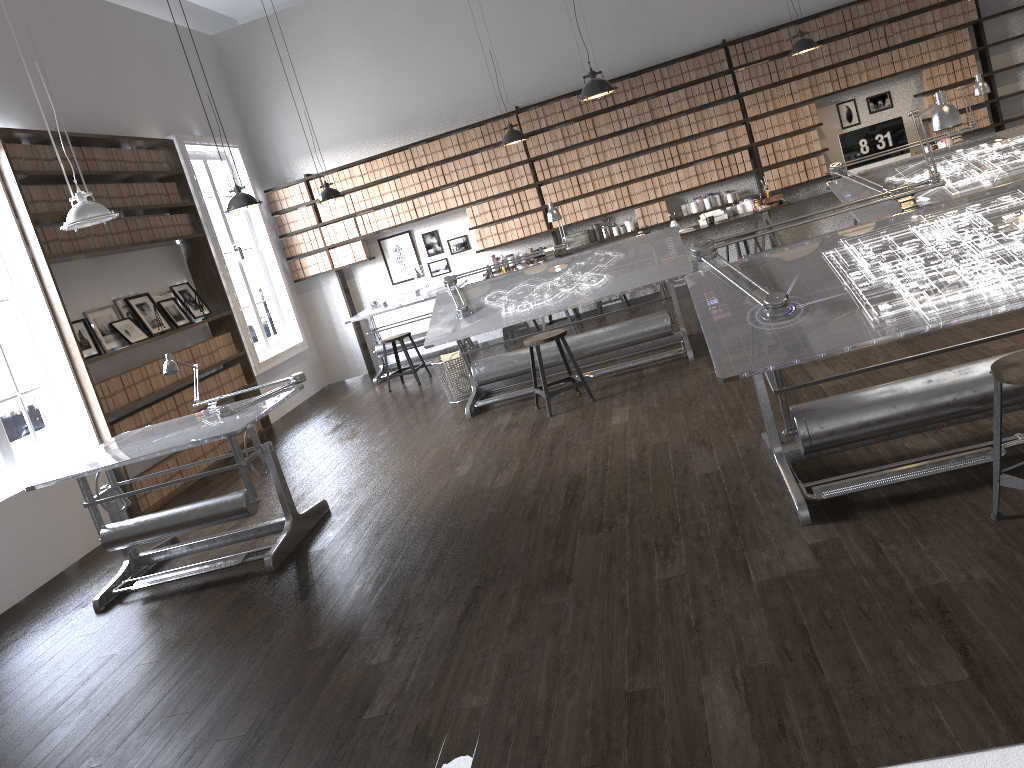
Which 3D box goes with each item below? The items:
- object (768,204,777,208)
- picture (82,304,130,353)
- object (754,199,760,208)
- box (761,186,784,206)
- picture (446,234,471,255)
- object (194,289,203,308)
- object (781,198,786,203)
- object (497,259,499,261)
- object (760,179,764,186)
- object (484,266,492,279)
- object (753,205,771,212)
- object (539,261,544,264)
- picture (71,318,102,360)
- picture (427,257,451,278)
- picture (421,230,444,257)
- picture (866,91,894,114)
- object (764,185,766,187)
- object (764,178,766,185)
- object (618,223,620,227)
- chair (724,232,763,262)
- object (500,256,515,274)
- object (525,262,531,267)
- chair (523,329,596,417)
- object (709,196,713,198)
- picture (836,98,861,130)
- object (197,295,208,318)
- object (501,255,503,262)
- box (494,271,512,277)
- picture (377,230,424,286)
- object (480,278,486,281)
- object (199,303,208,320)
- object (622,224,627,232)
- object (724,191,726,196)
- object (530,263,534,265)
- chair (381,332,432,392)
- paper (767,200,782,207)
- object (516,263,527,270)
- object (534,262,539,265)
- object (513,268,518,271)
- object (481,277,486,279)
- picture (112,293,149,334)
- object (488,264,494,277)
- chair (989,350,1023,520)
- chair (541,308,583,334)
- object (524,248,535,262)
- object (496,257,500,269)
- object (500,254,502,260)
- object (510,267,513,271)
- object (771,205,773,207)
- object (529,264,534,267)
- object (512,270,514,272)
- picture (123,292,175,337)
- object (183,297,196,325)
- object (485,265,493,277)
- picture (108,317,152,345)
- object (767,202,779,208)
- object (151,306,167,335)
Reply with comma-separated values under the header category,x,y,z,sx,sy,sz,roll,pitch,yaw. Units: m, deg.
category,x,y,z,sx,sy,sz,roll,pitch,yaw
object,2.739,-1.867,9.261,0.159,0.005,0.005,-22,11,-24
picture,-3.296,-0.456,7.251,0.083,0.362,0.420,-15,10,11
object,2.612,-1.915,9.429,0.049,0.111,0.049,-15,9,14
box,2.758,-2.012,9.417,0.211,0.206,0.139,-15,9,11
picture,-0.624,-1.635,10.403,0.250,0.182,0.023,-15,8,10
object,-2.971,-0.755,8.428,0.040,0.302,0.119,-15,9,11
object,2.861,-1.933,9.324,0.049,0.037,0.049,-14,10,14
object,-0.111,-1.334,9.954,0.071,0.185,0.008,-15,8,11
object,2.691,-2.084,9.426,0.055,0.212,0.007,-14,8,17
object,-0.266,-1.211,9.915,0.069,0.228,0.068,-16,8,8
object,2.619,-1.855,9.284,0.198,0.050,0.132,-20,11,-18
object,0.337,-1.339,9.998,0.062,0.094,0.062,-22,10,-30
picture,-3.354,-0.345,6.912,0.058,0.313,0.269,-15,9,11
picture,-0.862,-1.377,10.485,0.250,0.182,0.023,-15,8,10
picture,-0.936,-1.656,10.443,0.201,0.282,0.022,-15,8,10
picture,3.949,-3.022,9.517,0.250,0.182,0.023,-15,8,10
object,2.705,-2.061,9.421,0.038,0.152,0.008,-22,9,-30
object,2.708,-2.100,9.436,0.007,0.226,0.020,-10,11,41
object,1.216,-1.744,9.931,0.028,0.126,0.004,-16,8,9
chair,2.342,-1.235,8.873,0.373,0.524,0.359,-19,9,-16
object,-0.031,-1.356,10.071,0.076,0.145,0.349,-11,12,33
object,0.178,-1.310,10.027,0.094,0.127,0.095,-14,9,14
chair,0.303,-0.090,6.202,0.359,0.524,0.373,-19,9,-11
object,2.215,-2.014,9.801,0.044,0.127,0.045,-12,10,28
picture,3.638,-2.920,9.580,0.201,0.282,0.022,-15,8,10
object,-2.982,-0.745,8.503,0.040,0.260,0.111,-15,9,11
object,-0.102,-1.346,9.939,0.054,0.212,0.007,-8,12,46
box,-0.098,-1.196,9.961,0.211,0.083,0.139,-15,10,10
picture,-1.317,-1.495,10.515,0.414,0.571,0.040,-15,8,10
object,-0.316,-1.132,9.923,0.068,0.104,0.069,-14,9,15
object,-2.926,-0.685,8.373,0.040,0.164,0.067,-15,9,11
object,1.270,-1.753,9.979,0.044,0.100,0.045,-15,9,13
object,2.351,-2.051,9.731,0.004,0.134,0.030,-16,8,7
object,0.237,-1.307,9.987,0.045,0.100,0.045,-15,9,10
chair,-1.116,-0.239,9.096,0.370,0.524,0.362,-14,9,19
paper,2.748,-1.889,9.282,0.154,0.038,0.139,-12,12,25
object,0.117,-1.279,9.930,0.105,0.141,0.105,-16,9,3
object,0.287,-1.316,9.959,0.063,0.093,0.063,-22,10,-30
object,0.053,-1.240,9.906,0.049,0.111,0.049,-16,9,7
object,-0.315,-1.148,10.000,0.070,0.102,0.070,-16,9,6
picture,-3.249,-0.575,7.668,0.091,0.403,0.373,-15,9,11
object,-0.245,-1.247,10.067,0.069,0.228,0.068,-16,8,8
chair,1.718,0.173,2.752,0.359,0.524,0.373,-19,9,-11
chair,0.477,-0.757,9.290,0.370,0.524,0.362,-14,9,19
object,0.227,-1.477,10.160,0.108,0.160,0.236,-21,11,-23
object,-0.177,-1.395,10.247,0.050,0.138,0.051,-16,8,8
object,-0.105,-1.358,9.961,0.007,0.226,0.021,-14,9,22
object,0.014,-1.263,9.963,0.039,0.129,0.005,-15,8,12
object,2.720,-1.864,9.253,0.006,0.006,0.158,-11,12,31
object,0.229,-1.292,9.926,0.062,0.094,0.061,-24,11,-39
object,0.040,-1.237,9.974,0.060,0.088,0.060,-16,9,6
picture,-3.181,-0.610,7.781,0.148,0.388,0.377,-15,10,11
object,-2.990,-0.678,8.184,0.040,0.258,0.125,-15,9,11
object,-0.258,-1.231,9.984,0.069,0.236,0.068,-16,8,8
picture,-3.185,-0.443,7.391,0.144,0.227,0.303,-15,10,11
object,2.725,-1.870,9.257,0.172,0.017,0.011,-21,10,-21
object,-3.054,-0.547,7.618,0.040,0.258,0.176,-15,9,11
